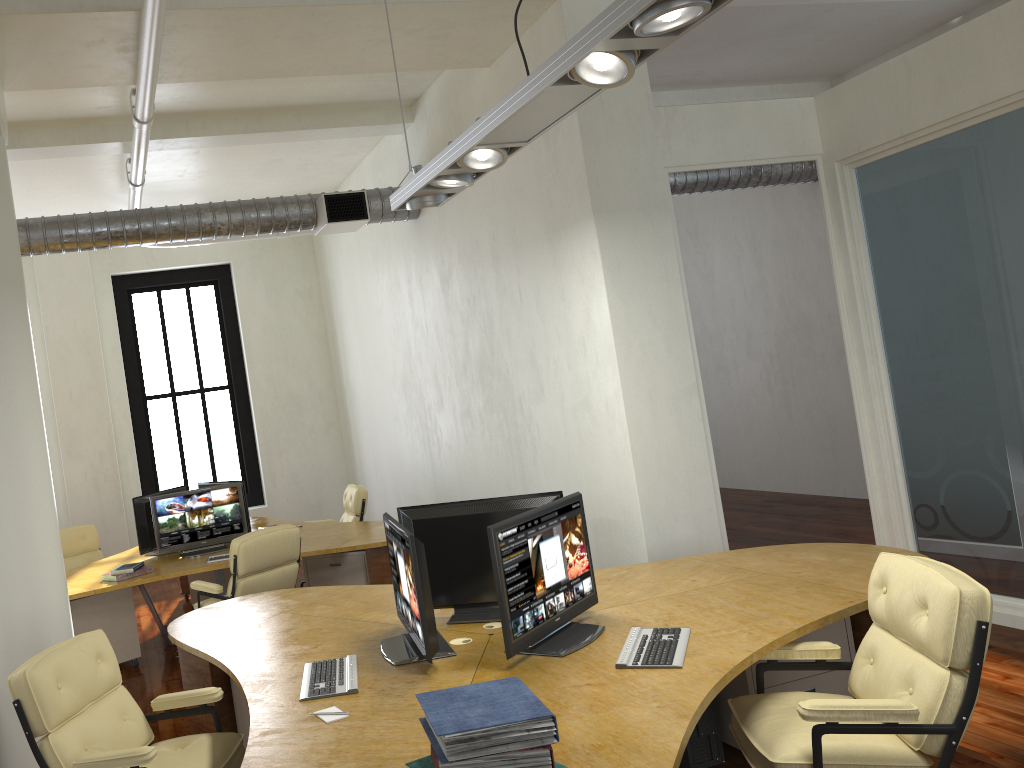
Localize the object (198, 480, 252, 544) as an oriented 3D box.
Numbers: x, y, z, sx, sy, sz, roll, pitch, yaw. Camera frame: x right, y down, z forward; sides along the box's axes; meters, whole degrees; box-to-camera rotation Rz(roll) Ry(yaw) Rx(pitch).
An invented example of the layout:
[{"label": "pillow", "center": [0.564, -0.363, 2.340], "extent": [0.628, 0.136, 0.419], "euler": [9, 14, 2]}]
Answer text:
[{"label": "object", "center": [-2.682, 1.182, 8.280], "extent": [0.888, 0.552, 0.263], "euler": [-9, -1, 44]}]

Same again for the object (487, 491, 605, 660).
[{"label": "object", "center": [0.153, 0.785, 3.672], "extent": [0.319, 0.552, 0.732], "euler": [-9, -1, 34]}]

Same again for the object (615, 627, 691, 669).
[{"label": "object", "center": [0.545, 1.000, 3.387], "extent": [0.245, 0.016, 0.444], "euler": [-8, 0, 17]}]

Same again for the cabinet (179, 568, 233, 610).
[{"label": "cabinet", "center": [-3.111, 1.909, 9.405], "extent": [0.850, 0.709, 0.927], "euler": [-8, 0, -15]}]

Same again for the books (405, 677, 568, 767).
[{"label": "books", "center": [-0.081, 0.992, 2.408], "extent": [0.406, 0.227, 0.470], "euler": [-8, 0, -10]}]

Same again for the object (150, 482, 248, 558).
[{"label": "object", "center": [-2.706, 1.188, 7.706], "extent": [0.755, 0.552, 0.310], "euler": [-8, -1, -22]}]

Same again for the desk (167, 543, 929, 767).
[{"label": "desk", "center": [-0.361, 1.510, 4.167], "extent": [3.852, 0.734, 3.510], "euler": [-8, 0, 40]}]

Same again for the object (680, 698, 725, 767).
[{"label": "object", "center": [0.738, 1.516, 4.177], "extent": [0.169, 0.411, 0.509], "euler": [-8, -1, -24]}]

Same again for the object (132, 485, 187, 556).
[{"label": "object", "center": [-3.206, 1.260, 8.162], "extent": [0.310, 0.552, 0.754], "euler": [-9, 0, 17]}]

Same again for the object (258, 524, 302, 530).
[{"label": "object", "center": [-2.251, 1.388, 8.602], "extent": [0.208, 0.016, 0.521], "euler": [-9, 0, -41]}]

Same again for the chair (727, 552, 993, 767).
[{"label": "chair", "center": [1.168, 1.149, 3.067], "extent": [0.802, 1.022, 0.698], "euler": [-9, -1, 5]}]

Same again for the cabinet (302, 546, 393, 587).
[{"label": "cabinet", "center": [-1.199, 1.636, 7.466], "extent": [0.941, 0.709, 0.835], "euler": [-9, 0, 15]}]

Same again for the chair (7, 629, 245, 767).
[{"label": "chair", "center": [-1.507, 1.542, 3.613], "extent": [0.814, 1.022, 0.687], "euler": [-9, -1, 10]}]

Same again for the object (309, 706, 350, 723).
[{"label": "object", "center": [-0.654, 1.180, 3.172], "extent": [0.101, 0.015, 0.146], "euler": [-9, 0, -33]}]

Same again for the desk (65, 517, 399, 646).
[{"label": "desk", "center": [-2.762, 1.844, 8.373], "extent": [3.742, 0.734, 3.643], "euler": [-8, 0, -14]}]

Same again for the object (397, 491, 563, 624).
[{"label": "object", "center": [-0.125, 0.824, 4.238], "extent": [0.857, 0.552, 0.273], "euler": [-9, -1, 18]}]

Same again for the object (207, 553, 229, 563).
[{"label": "object", "center": [-2.245, 1.394, 7.228], "extent": [0.466, 0.016, 0.234], "euler": [-8, 0, -7]}]

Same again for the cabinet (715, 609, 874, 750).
[{"label": "cabinet", "center": [1.277, 1.286, 4.225], "extent": [0.840, 0.709, 0.936], "euler": [-8, 0, -20]}]

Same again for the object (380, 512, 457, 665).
[{"label": "object", "center": [-0.466, 0.876, 3.859], "extent": [0.282, 0.552, 0.833], "euler": [-8, 0, -14]}]

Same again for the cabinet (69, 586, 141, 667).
[{"label": "cabinet", "center": [-3.554, 1.986, 7.096], "extent": [0.973, 0.709, 0.803], "euler": [-9, -1, 45]}]

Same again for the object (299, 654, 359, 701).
[{"label": "object", "center": [-0.743, 1.190, 3.612], "extent": [0.226, 0.016, 0.482], "euler": [-8, 0, -9]}]

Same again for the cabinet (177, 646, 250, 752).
[{"label": "cabinet", "center": [-1.215, 1.651, 4.926], "extent": [0.978, 0.709, 0.799], "euler": [-9, 0, 40]}]

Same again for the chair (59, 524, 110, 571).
[{"label": "chair", "center": [-4.161, 1.910, 8.636], "extent": [0.857, 1.022, 0.647], "euler": [-9, -1, 45]}]

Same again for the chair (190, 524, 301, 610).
[{"label": "chair", "center": [-1.988, 1.598, 6.700], "extent": [0.857, 1.022, 0.647], "euler": [-9, -1, 40]}]

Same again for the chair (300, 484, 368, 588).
[{"label": "chair", "center": [-1.800, 1.559, 8.896], "extent": [0.749, 1.022, 0.747], "euler": [-8, -1, -15]}]
